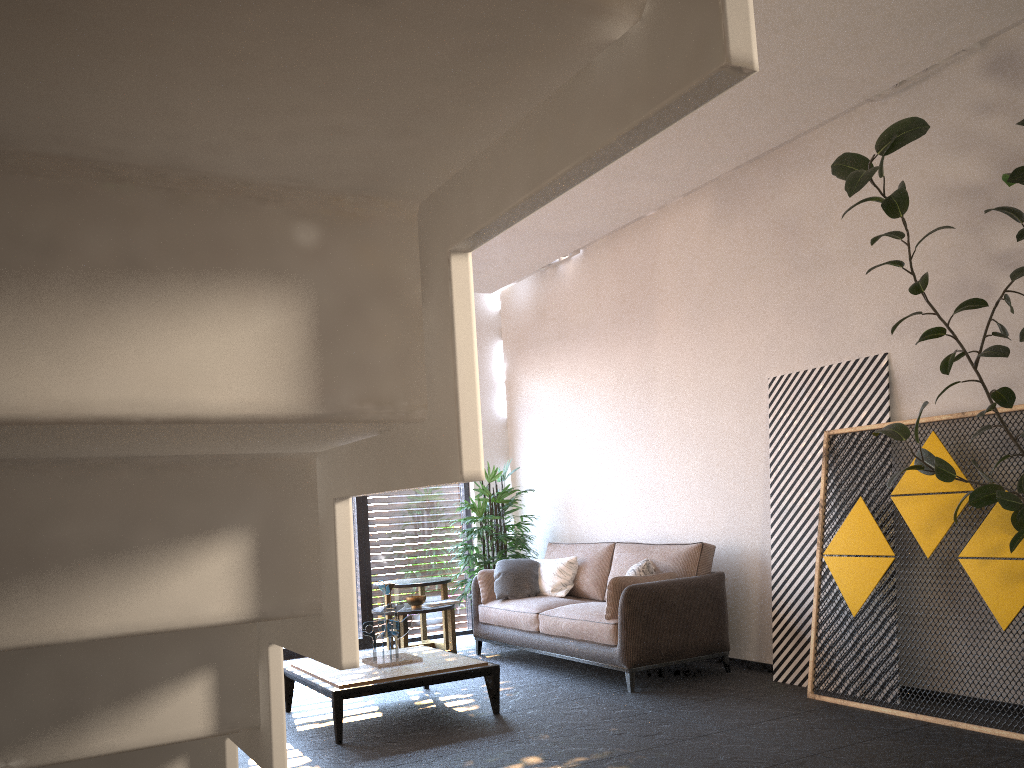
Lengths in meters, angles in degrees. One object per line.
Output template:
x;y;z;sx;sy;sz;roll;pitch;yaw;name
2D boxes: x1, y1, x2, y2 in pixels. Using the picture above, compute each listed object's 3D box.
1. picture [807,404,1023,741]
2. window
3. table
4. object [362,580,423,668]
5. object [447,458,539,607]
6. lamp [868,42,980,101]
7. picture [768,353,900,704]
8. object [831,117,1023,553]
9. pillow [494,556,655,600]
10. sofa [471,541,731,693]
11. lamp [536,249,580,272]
2.244;0.974;4.801;0.386;1.597;1.506;-1;-7;-29;picture
-2.510;1.054;8.174;4.942;3.013;0.462;1;-6;-29;window
-0.793;1.925;5.613;1.049;0.305;1.122;1;-9;-29;table
0.383;-1.093;1.801;0.365;4.450;8.963;-2;-8;-18;object
-0.182;1.576;8.424;0.915;1.714;0.981;-6;-6;26;object
2.228;-1.769;4.940;0.253;0.066;0.649;1;-9;-29;lamp
1.978;0.884;5.545;0.207;2.009;0.963;-1;-6;-29;picture
2.490;0.018;3.814;2.019;3.183;0.909;-8;-7;38;object
0.463;1.544;6.951;0.618;0.341;1.904;1;-9;-29;pillow
0.603;1.724;6.965;0.993;0.914;2.335;0;-8;-29;sofa
0.352;-1.178;8.278;0.253;0.066;0.649;1;-9;-29;lamp
